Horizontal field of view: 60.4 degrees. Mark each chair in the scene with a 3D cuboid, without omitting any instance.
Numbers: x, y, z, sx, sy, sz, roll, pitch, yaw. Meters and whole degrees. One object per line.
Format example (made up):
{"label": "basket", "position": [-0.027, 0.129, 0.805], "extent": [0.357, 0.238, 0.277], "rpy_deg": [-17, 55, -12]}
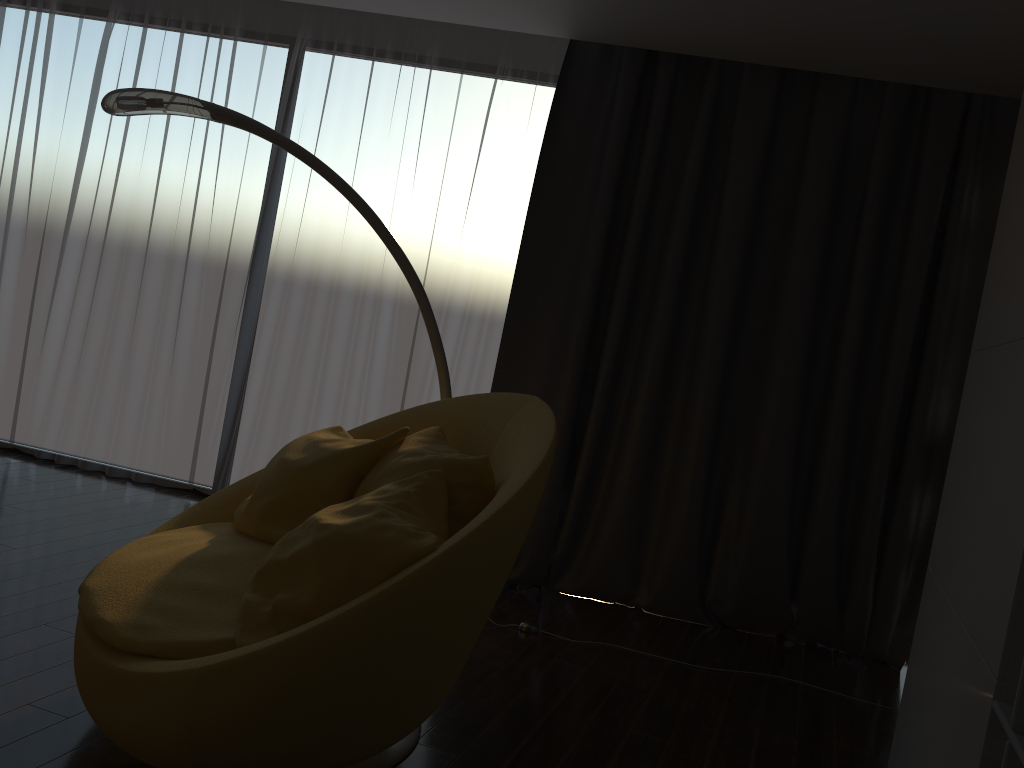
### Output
{"label": "chair", "position": [-0.537, 0.449, 2.467], "extent": [1.172, 1.004, 1.473], "rpy_deg": [10, 3, -16]}

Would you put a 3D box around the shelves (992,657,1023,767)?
{"label": "shelves", "position": [0.889, 0.021, 0.707], "extent": [0.368, 1.599, 1.979], "rpy_deg": [11, 3, 19]}

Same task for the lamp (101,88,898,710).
{"label": "lamp", "position": [0.569, 0.200, 3.479], "extent": [4.288, 1.777, 0.574], "rpy_deg": [10, 2, -7]}

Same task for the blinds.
{"label": "blinds", "position": [-1.504, -0.811, 4.476], "extent": [7.398, 2.891, 0.758], "rpy_deg": [11, 2, 7]}
